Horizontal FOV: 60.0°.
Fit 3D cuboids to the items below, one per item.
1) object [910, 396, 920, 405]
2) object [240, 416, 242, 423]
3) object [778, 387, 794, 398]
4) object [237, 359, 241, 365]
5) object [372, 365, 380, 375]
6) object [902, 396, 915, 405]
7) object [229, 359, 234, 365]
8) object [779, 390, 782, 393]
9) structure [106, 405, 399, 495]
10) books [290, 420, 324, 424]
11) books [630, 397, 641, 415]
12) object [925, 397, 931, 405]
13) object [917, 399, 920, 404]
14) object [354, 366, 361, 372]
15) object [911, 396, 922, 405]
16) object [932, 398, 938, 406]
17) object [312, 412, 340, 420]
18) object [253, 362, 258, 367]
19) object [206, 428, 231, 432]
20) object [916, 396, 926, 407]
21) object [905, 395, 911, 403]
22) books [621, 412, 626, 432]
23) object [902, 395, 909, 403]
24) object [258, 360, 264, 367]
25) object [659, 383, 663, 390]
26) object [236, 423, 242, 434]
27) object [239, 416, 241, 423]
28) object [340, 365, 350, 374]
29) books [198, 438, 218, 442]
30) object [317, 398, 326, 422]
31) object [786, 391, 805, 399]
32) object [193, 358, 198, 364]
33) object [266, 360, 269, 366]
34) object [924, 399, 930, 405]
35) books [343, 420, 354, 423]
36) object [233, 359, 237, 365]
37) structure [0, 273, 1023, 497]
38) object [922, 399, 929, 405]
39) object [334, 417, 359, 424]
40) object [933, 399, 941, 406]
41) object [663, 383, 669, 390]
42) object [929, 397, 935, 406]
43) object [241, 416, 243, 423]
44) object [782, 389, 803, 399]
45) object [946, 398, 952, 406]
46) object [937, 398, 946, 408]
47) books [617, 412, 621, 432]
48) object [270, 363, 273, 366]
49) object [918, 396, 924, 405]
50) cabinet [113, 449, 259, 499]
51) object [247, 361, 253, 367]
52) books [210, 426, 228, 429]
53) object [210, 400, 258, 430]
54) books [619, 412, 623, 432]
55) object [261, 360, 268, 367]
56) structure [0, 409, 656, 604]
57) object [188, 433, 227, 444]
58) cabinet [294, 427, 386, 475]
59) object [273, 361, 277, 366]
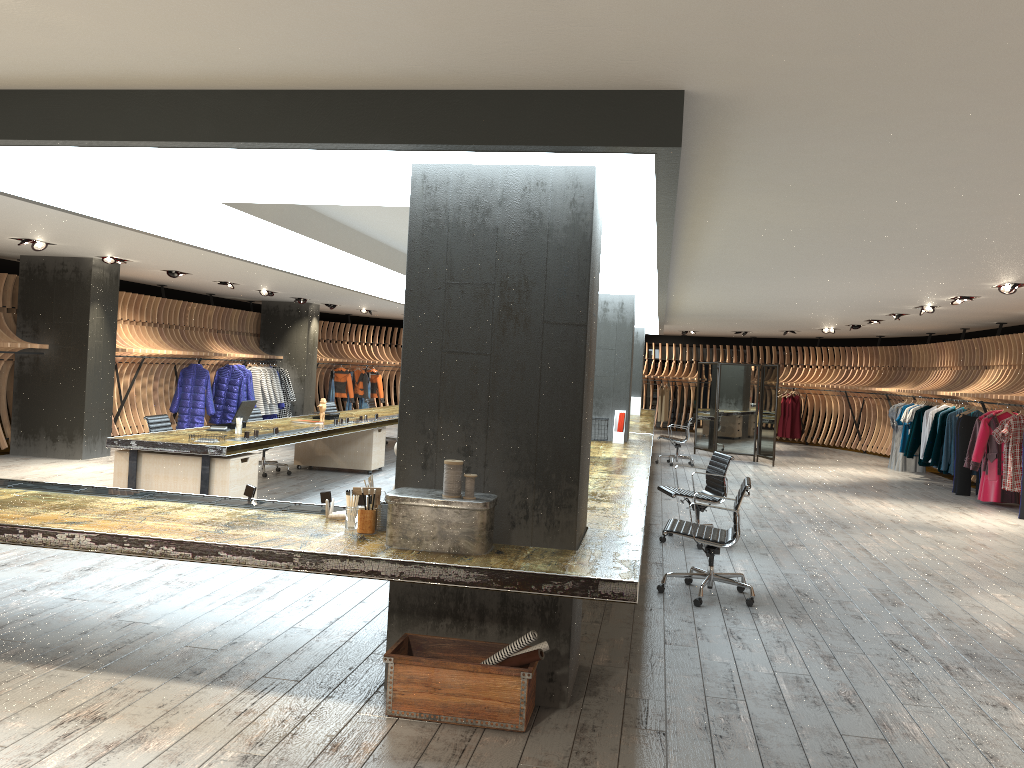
[{"bbox_3d":[7.665,0.358,16.869,0.525,0.270,0.012,3,0,-6],"label":"object"},{"bbox_3d":[-2.796,0.416,9.117,0.030,0.170,0.007,3,0,3],"label":"object"},{"bbox_3d":[6.988,0.220,22.476,0.525,0.270,0.012,3,0,-16],"label":"object"},{"bbox_3d":[-5.520,-0.364,17.940,0.525,0.270,0.012,3,0,9],"label":"object"},{"bbox_3d":[-3.656,-0.366,23.410,0.525,0.270,0.012,4,1,39],"label":"object"},{"bbox_3d":[7.674,0.355,17.043,0.525,0.270,0.012,3,0,24],"label":"object"},{"bbox_3d":[-5.590,-0.348,17.627,0.523,0.292,0.012,3,0,9],"label":"object"},{"bbox_3d":[6.855,0.205,22.676,0.525,0.270,0.012,2,1,-41],"label":"object"},{"bbox_3d":[-2.240,0.795,13.035,1.162,0.844,10.451,3,1,9],"label":"structure"},{"bbox_3d":[-2.561,0.474,11.054,0.366,0.026,0.213,3,1,20],"label":"books"},{"bbox_3d":[2.513,0.451,18.073,0.215,0.368,0.073,3,0,10],"label":"books"},{"bbox_3d":[7.467,0.374,15.862,0.524,0.284,0.014,3,0,19],"label":"object"},{"bbox_3d":[7.612,0.362,16.567,0.525,0.270,0.012,4,0,34],"label":"object"},{"bbox_3d":[-3.989,-0.373,22.982,0.525,0.270,0.012,4,0,29],"label":"object"},{"bbox_3d":[7.552,0.367,16.441,0.524,0.288,0.015,3,0,19],"label":"object"},{"bbox_3d":[7.457,0.374,15.593,0.525,0.270,0.012,3,0,9],"label":"object"},{"bbox_3d":[-2.513,0.428,11.988,0.262,0.088,0.373,3,1,9],"label":"object"},{"bbox_3d":[-5.380,-0.349,18.625,0.518,0.313,0.012,3,0,9],"label":"object"},{"bbox_3d":[-3.098,0.481,9.355,0.213,0.019,0.219,3,1,-6],"label":"object"},{"bbox_3d":[7.571,0.371,16.241,0.523,0.290,0.013,3,0,4],"label":"object"},{"bbox_3d":[7.689,0.353,17.179,0.525,0.270,0.012,3,0,-1],"label":"object"},{"bbox_3d":[1.329,0.522,10.670,0.048,0.368,0.215,3,0,9],"label":"books"},{"bbox_3d":[7.720,0.352,17.320,0.525,0.270,0.012,3,0,24],"label":"object"},{"bbox_3d":[-5.337,-0.352,18.884,0.518,0.313,0.012,3,0,9],"label":"object"},{"bbox_3d":[4.232,0.027,25.007,0.012,0.270,0.525,3,1,24],"label":"object"},{"bbox_3d":[-2.813,0.460,9.131,0.061,0.111,0.061,3,0,43],"label":"object"},{"bbox_3d":[-2.804,0.416,9.111,0.030,0.170,0.007,3,0,30],"label":"object"},{"bbox_3d":[-4.326,-0.384,22.494,0.525,0.270,0.012,3,0,24],"label":"object"},{"bbox_3d":[-2.776,0.511,8.095,0.155,0.025,0.110,3,1,4],"label":"books"},{"bbox_3d":[-2.451,0.336,11.433,0.097,0.300,0.320,3,1,-7],"label":"object"},{"bbox_3d":[7.115,0.231,22.248,0.525,0.270,0.012,3,0,-16],"label":"object"},{"bbox_3d":[-5.801,-0.347,16.250,0.525,0.270,0.012,3,0,9],"label":"object"},{"bbox_3d":[-5.332,-0.378,19.267,0.525,0.270,0.012,3,0,9],"label":"object"},{"bbox_3d":[7.512,0.363,16.029,0.525,0.270,0.012,3,0,-6],"label":"object"},{"bbox_3d":[-2.126,0.484,11.407,0.155,0.025,0.110,3,1,4],"label":"books"},{"bbox_3d":[-5.534,-0.352,17.761,0.523,0.291,0.012,3,0,9],"label":"object"},{"bbox_3d":[-0.442,0.110,8.398,14.884,2.440,36.553,3,1,9],"label":"structure"},{"bbox_3d":[7.544,0.374,16.140,0.524,0.285,0.013,3,0,4],"label":"object"},{"bbox_3d":[-2.129,0.474,11.410,0.302,0.074,0.217,3,1,4],"label":"object"},{"bbox_3d":[7.422,0.374,15.469,0.525,0.270,0.012,3,0,14],"label":"object"},{"bbox_3d":[4.357,0.035,24.968,0.012,0.270,0.525,3,1,29],"label":"object"},{"bbox_3d":[7.458,0.372,15.676,0.525,0.270,0.012,3,0,9],"label":"object"},{"bbox_3d":[-2.791,0.416,9.126,0.030,0.170,0.007,3,0,-24],"label":"object"},{"bbox_3d":[7.073,0.227,22.340,0.525,0.270,0.012,3,0,9],"label":"object"},{"bbox_3d":[7.326,0.372,14.869,0.525,0.270,0.012,3,0,9],"label":"object"},{"bbox_3d":[7.364,0.370,15.100,0.525,0.270,0.012,3,0,14],"label":"object"},{"bbox_3d":[1.286,0.520,10.677,0.048,0.368,0.215,3,0,9],"label":"books"},{"bbox_3d":[-5.253,-0.347,19.415,0.516,0.316,0.012,3,0,9],"label":"object"},{"bbox_3d":[7.562,0.364,16.331,0.525,0.270,0.012,3,0,14],"label":"object"},{"bbox_3d":[-3.029,0.949,8.266,1.132,0.630,0.593,3,1,9],"label":"cabinet"},{"bbox_3d":[-5.418,-0.347,18.393,0.518,0.313,0.012,3,0,9],"label":"object"},{"bbox_3d":[-3.118,0.460,9.396,0.186,0.027,0.112,3,1,-6],"label":"books"},{"bbox_3d":[-3.045,0.328,9.710,0.365,0.316,0.373,3,1,9],"label":"object"},{"bbox_3d":[1.307,0.521,10.673,0.048,0.368,0.215,3,0,9],"label":"books"},{"bbox_3d":[-5.308,-0.354,19.060,0.518,0.313,0.012,3,0,9],"label":"object"},{"bbox_3d":[-0.466,0.898,12.522,4.836,0.844,18.475,3,1,9],"label":"structure"},{"bbox_3d":[-2.779,0.501,8.098,0.302,0.074,0.217,3,1,4],"label":"object"},{"bbox_3d":[-2.427,0.901,12.564,1.132,0.630,0.593,3,1,9],"label":"cabinet"},{"bbox_3d":[-5.225,-0.351,19.601,0.518,0.313,0.012,3,0,9],"label":"object"}]
